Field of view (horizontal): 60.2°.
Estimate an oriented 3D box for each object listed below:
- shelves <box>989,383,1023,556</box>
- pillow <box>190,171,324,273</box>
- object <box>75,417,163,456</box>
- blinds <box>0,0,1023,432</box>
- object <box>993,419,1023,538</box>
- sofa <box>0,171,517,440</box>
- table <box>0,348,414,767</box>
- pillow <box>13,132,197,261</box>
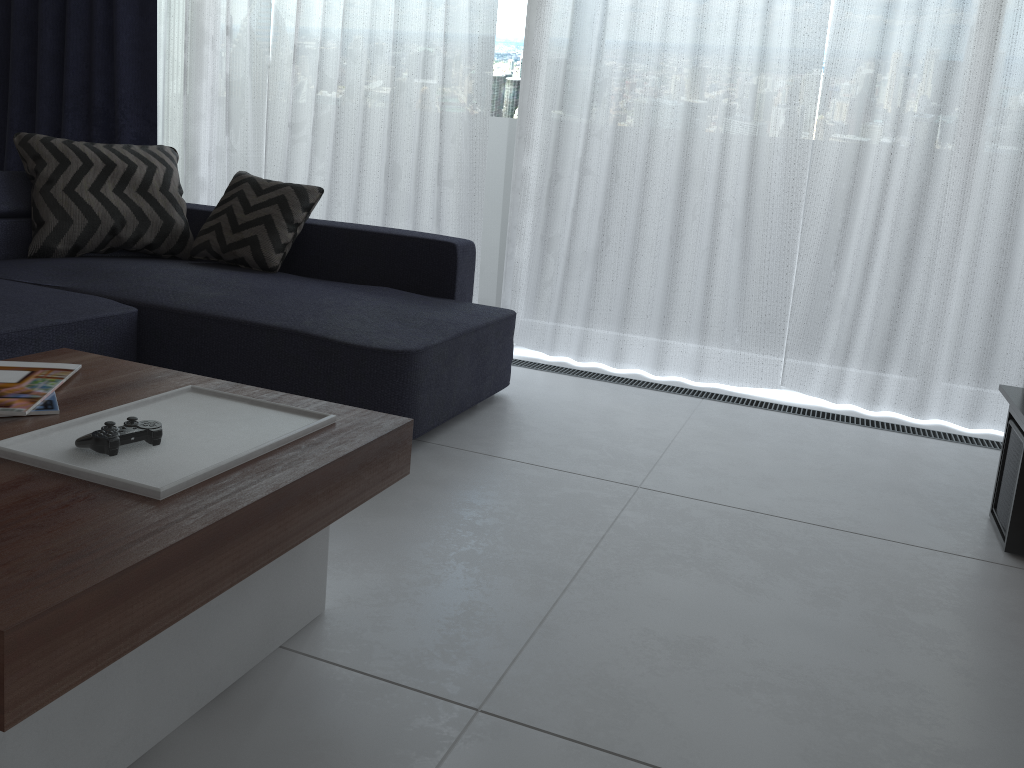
[{"bbox_3d":[1.306,0.372,1.174,0.876,0.491,2.380,10,15,19],"label":"shelves"},{"bbox_3d":[-0.958,-0.611,3.301,0.417,0.339,0.289,11,13,24],"label":"pillow"},{"bbox_3d":[-0.558,0.070,1.268,0.071,0.036,0.113,13,16,32],"label":"object"},{"bbox_3d":[-0.955,-0.964,1.109,7.175,2.730,5.866,11,14,23],"label":"blinds"},{"bbox_3d":[1.321,0.249,2.104,0.255,0.247,0.216,9,12,20],"label":"object"},{"bbox_3d":[-1.295,-0.169,2.194,1.907,0.598,2.910,10,15,19],"label":"sofa"},{"bbox_3d":[-0.702,0.232,1.326,0.809,0.347,0.810,10,14,19],"label":"table"},{"bbox_3d":[-1.525,-0.662,3.343,0.599,0.510,0.360,-5,15,-39],"label":"pillow"}]
